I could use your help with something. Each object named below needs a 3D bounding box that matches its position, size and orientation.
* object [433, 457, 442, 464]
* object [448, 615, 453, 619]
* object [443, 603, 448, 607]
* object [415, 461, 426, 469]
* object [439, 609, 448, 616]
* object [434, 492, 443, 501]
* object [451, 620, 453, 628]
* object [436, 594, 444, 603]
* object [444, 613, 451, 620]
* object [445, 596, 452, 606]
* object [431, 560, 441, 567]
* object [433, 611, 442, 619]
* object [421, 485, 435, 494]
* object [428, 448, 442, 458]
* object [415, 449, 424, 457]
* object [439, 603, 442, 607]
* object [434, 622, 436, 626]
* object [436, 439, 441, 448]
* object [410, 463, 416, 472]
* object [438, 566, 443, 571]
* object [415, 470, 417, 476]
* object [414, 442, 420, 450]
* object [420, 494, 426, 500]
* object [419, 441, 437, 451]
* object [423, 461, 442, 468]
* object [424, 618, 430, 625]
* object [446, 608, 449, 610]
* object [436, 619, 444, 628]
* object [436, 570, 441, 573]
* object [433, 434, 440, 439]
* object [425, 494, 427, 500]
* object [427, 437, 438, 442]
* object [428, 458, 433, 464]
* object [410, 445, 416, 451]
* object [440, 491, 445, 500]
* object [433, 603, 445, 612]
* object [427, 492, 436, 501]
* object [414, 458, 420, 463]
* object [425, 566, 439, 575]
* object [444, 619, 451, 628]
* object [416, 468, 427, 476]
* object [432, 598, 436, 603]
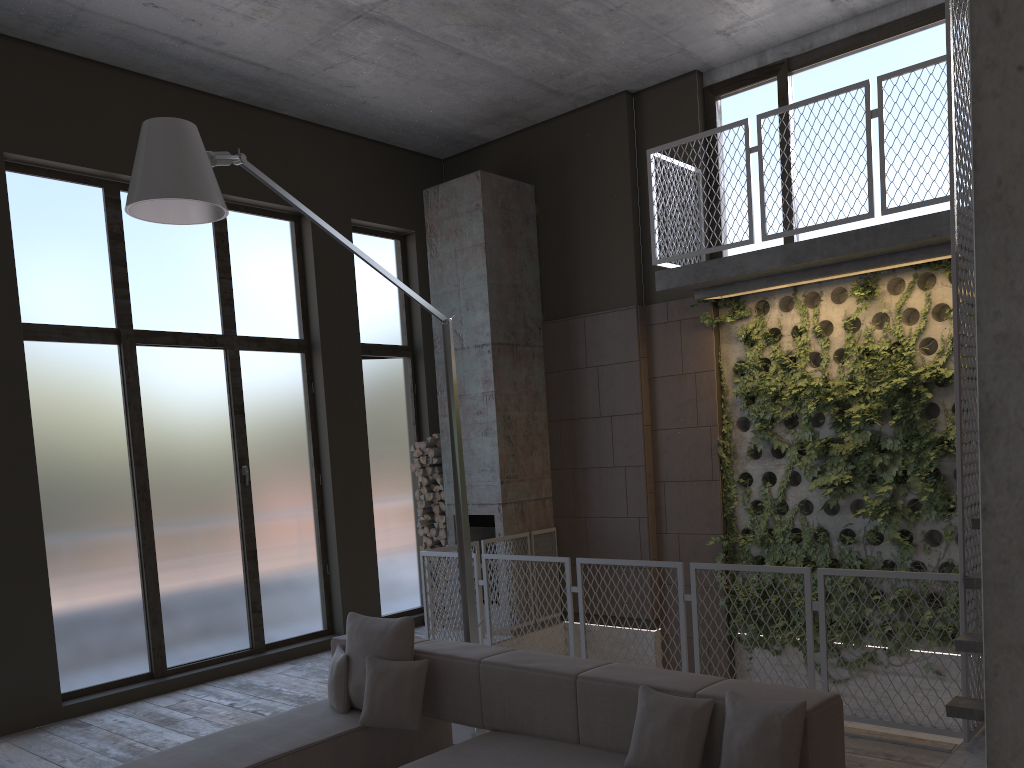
[{"bbox_3d":[-0.666,0.806,9.341,0.066,0.068,0.420,-3,-3,40],"label":"object"},{"bbox_3d":[-0.524,2.465,9.485,0.071,0.073,0.420,-3,-3,40],"label":"object"},{"bbox_3d":[-0.593,2.350,9.505,0.122,0.068,0.361,-6,-4,42],"label":"object"},{"bbox_3d":[-0.859,0.865,9.492,0.091,0.090,0.453,-4,-3,40],"label":"object"},{"bbox_3d":[-0.638,2.495,9.626,0.101,0.087,0.361,-4,-3,40],"label":"object"},{"bbox_3d":[-0.641,1.190,9.436,0.091,0.090,0.452,-4,-3,40],"label":"object"},{"bbox_3d":[-0.491,2.552,9.481,0.092,0.092,0.435,-4,-3,40],"label":"object"},{"bbox_3d":[-0.648,2.299,9.542,0.091,0.090,0.452,-4,-3,39],"label":"object"},{"bbox_3d":[-0.568,2.497,9.552,0.115,0.080,0.432,-5,-4,40],"label":"object"},{"bbox_3d":[-0.594,2.294,9.378,0.101,0.103,0.291,-3,-2,40],"label":"object"},{"bbox_3d":[-0.694,1.924,9.530,0.115,0.080,0.432,-5,-4,40],"label":"object"},{"bbox_3d":[-0.713,2.518,9.659,0.092,0.094,0.435,-4,-3,40],"label":"object"},{"bbox_3d":[-0.801,1.139,9.552,0.092,0.094,0.435,-4,-3,40],"label":"object"},{"bbox_3d":[-0.707,0.730,9.357,0.093,0.093,0.435,-4,-3,40],"label":"object"},{"bbox_3d":[-0.852,0.736,9.462,0.113,0.080,0.433,-5,-4,40],"label":"object"},{"bbox_3d":[-0.666,2.373,9.576,0.064,0.075,0.357,-3,-2,40],"label":"object"},{"bbox_3d":[-0.684,2.594,9.636,0.067,0.067,0.420,-4,-3,40],"label":"object"},{"bbox_3d":[-0.677,0.634,9.417,0.100,0.108,0.292,-3,-2,42],"label":"object"},{"bbox_3d":[-0.921,0.898,9.554,0.092,0.093,0.435,-4,-3,40],"label":"object"},{"bbox_3d":[-0.655,1.971,9.480,0.089,0.057,0.330,-5,-4,42],"label":"object"},{"bbox_3d":[-0.880,0.957,9.533,0.067,0.067,0.420,-4,-3,40],"label":"object"},{"bbox_3d":[-0.864,0.666,9.515,0.091,0.091,0.453,-4,-3,39],"label":"object"},{"bbox_3d":[-0.833,1.222,9.582,0.067,0.067,0.420,-4,-3,40],"label":"object"},{"bbox_3d":[-0.850,0.663,9.392,0.104,0.103,0.290,-4,-2,40],"label":"object"},{"bbox_3d":[-0.764,0.860,9.449,0.115,0.080,0.432,-5,-4,40],"label":"object"},{"bbox_3d":[-0.819,2.578,9.702,0.064,0.126,0.362,-1,-1,40],"label":"object"},{"bbox_3d":[-0.555,2.413,9.495,0.067,0.085,0.422,-3,-2,39],"label":"object"},{"bbox_3d":[-0.629,2.577,9.583,0.094,0.084,0.477,-4,-3,40],"label":"object"},{"bbox_3d":[-0.682,2.017,9.542,0.064,0.075,0.357,-3,-2,43],"label":"object"},{"bbox_3d":[-0.704,0.556,9.389,0.088,0.056,0.330,-5,-4,40],"label":"object"},{"bbox_3d":[-0.772,1.216,9.529,0.067,0.067,0.420,-4,-3,40],"label":"object"},{"bbox_3d":[-0.765,0.599,9.413,0.065,0.073,0.357,-3,-3,39],"label":"object"},{"bbox_3d":[-0.727,0.814,9.394,0.067,0.067,0.420,-4,-3,40],"label":"object"},{"bbox_3d":[-0.929,0.687,9.536,0.067,0.069,0.420,-3,-3,40],"label":"object"},{"bbox_3d":[-0.579,1.174,9.375,0.092,0.092,0.435,-4,-3,40],"label":"object"},{"bbox_3d":[-0.751,2.415,9.580,0.099,0.107,0.292,-3,-2,42],"label":"object"},{"bbox_3d":[-0.717,1.198,9.477,0.094,0.084,0.477,-4,-3,40],"label":"object"},{"bbox_3d":[-0.895,0.828,9.545,0.066,0.087,0.423,-3,-2,39],"label":"object"},{"bbox_3d":[-0.756,2.003,9.561,0.094,0.084,0.477,-4,-3,40],"label":"object"},{"bbox_3d":[-0.553,2.568,9.542,0.091,0.090,0.452,-4,-3,40],"label":"object"},{"bbox_3d":[-0.825,0.940,9.481,0.094,0.084,0.477,-4,-3,40],"label":"object"},{"bbox_3d":[-0.731,2.339,9.594,0.089,0.057,0.330,-5,-4,40],"label":"object"}]
